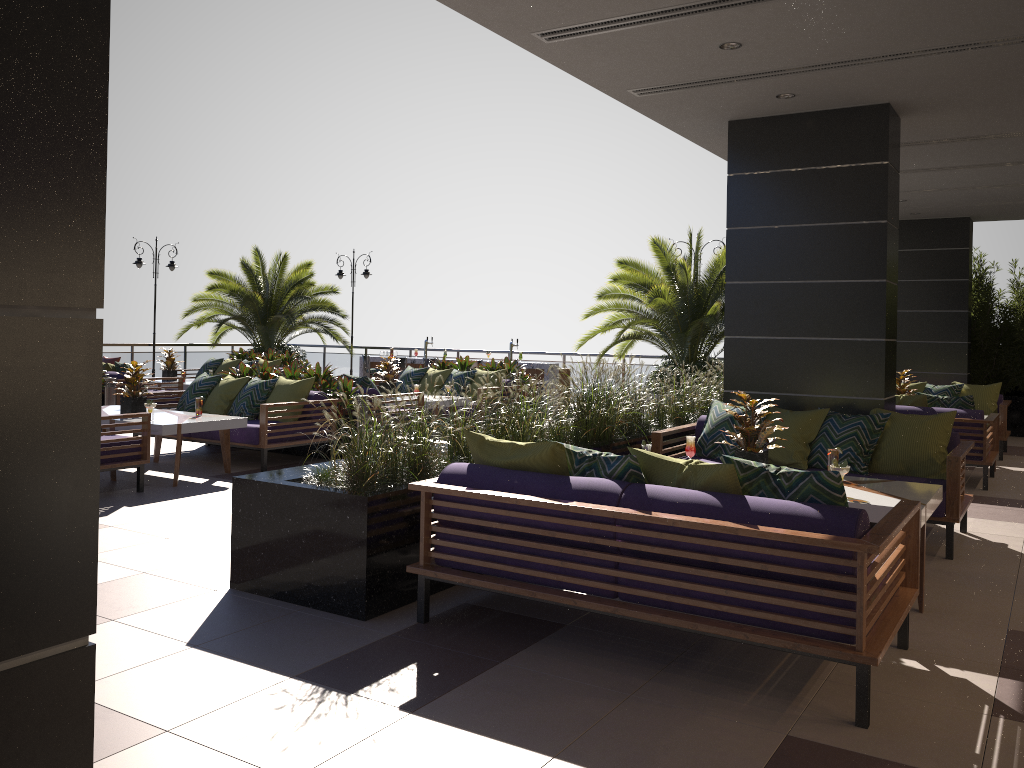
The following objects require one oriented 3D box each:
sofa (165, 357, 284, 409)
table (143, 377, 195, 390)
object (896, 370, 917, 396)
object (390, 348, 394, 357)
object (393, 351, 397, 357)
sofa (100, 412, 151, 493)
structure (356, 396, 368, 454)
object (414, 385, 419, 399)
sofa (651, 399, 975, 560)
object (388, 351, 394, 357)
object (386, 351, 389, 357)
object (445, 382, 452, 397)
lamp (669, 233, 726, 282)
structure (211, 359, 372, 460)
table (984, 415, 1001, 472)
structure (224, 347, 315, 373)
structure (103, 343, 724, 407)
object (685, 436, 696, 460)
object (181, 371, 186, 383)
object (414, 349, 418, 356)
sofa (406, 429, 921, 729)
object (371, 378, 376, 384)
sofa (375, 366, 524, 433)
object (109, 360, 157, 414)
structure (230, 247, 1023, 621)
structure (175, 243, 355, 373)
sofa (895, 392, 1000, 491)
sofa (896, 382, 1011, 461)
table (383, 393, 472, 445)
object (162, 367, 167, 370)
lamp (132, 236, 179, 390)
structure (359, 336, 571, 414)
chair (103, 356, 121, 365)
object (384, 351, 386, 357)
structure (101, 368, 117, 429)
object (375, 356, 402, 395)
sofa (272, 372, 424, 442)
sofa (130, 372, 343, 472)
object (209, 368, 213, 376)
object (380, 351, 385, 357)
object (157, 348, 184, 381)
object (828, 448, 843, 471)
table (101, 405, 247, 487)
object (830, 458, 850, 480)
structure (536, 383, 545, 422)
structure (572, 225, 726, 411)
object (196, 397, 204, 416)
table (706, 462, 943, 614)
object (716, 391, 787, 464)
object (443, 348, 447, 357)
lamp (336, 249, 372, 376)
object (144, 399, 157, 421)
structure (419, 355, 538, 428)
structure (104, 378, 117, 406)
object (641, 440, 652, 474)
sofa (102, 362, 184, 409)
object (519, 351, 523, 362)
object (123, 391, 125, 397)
[{"bbox_3d":[-4.826,-0.004,15.202,2.127,0.919,1.119,3,2,32],"label":"sofa"},{"bbox_3d":[-5.444,0.222,14.197,2.038,0.554,0.941,3,3,32],"label":"table"},{"bbox_3d":[4.640,0.088,10.550,0.425,0.526,0.430,0,1,-41],"label":"object"},{"bbox_3d":[-2.389,-0.627,17.625,0.067,0.190,0.084,1,0,-33],"label":"object"},{"bbox_3d":[-2.408,-0.566,18.175,0.105,0.209,0.105,1,0,7],"label":"object"},{"bbox_3d":[-4.247,0.430,7.628,2.127,0.919,1.119,3,2,32],"label":"sofa"},{"bbox_3d":[-1.635,0.478,9.637,0.100,0.700,0.180,1,0,32],"label":"structure"},{"bbox_3d":[-1.214,0.102,11.273,0.069,0.181,0.069,1,0,20],"label":"object"},{"bbox_3d":[2.246,0.613,6.681,2.127,0.919,1.119,3,2,32],"label":"sofa"},{"bbox_3d":[-2.475,-0.563,18.089,0.105,0.209,0.105,1,0,7],"label":"object"},{"bbox_3d":[-2.536,-0.570,18.197,0.105,0.209,0.105,1,0,7],"label":"object"},{"bbox_3d":[-0.850,0.071,11.827,0.106,0.197,0.106,1,0,-25],"label":"object"},{"bbox_3d":[3.373,-1.101,16.213,1.122,3.328,0.264,1,0,32],"label":"lamp"},{"bbox_3d":[-2.635,0.289,10.247,2.421,1.173,0.700,3,1,33],"label":"structure"},{"bbox_3d":[4.631,0.628,10.545,2.038,0.554,0.941,3,3,32],"label":"table"},{"bbox_3d":[-4.450,-0.063,15.897,2.253,1.172,0.737,3,1,33],"label":"structure"},{"bbox_3d":[-4.796,0.145,11.250,12.928,1.058,17.501,3,4,32],"label":"structure"},{"bbox_3d":[1.207,0.446,5.985,0.069,0.181,0.069,1,0,15],"label":"object"},{"bbox_3d":[-5.066,-0.111,13.636,0.067,0.190,0.084,1,0,-28],"label":"object"},{"bbox_3d":[-1.875,-0.594,17.310,0.069,0.181,0.069,1,0,4],"label":"object"},{"bbox_3d":[0.693,0.722,4.176,2.127,0.919,1.119,3,2,32],"label":"sofa"},{"bbox_3d":[-1.964,0.009,12.532,0.082,0.198,0.069,1,0,-17],"label":"object"},{"bbox_3d":[-1.027,0.204,12.846,2.127,0.919,1.119,3,2,32],"label":"sofa"},{"bbox_3d":[-3.654,0.031,8.591,0.425,0.526,0.430,0,1,-41],"label":"object"},{"bbox_3d":[2.273,-0.311,3.442,7.823,3.121,24.725,3,4,32],"label":"structure"},{"bbox_3d":[-5.412,-1.455,19.691,3.800,3.303,3.755,1,2,-1],"label":"structure"},{"bbox_3d":[3.950,0.494,9.430,2.127,0.919,1.119,3,2,32],"label":"sofa"},{"bbox_3d":[5.303,0.400,11.612,2.127,0.919,1.119,3,2,32],"label":"sofa"},{"bbox_3d":[-1.648,0.429,11.843,2.038,0.554,0.941,3,3,32],"label":"table"},{"bbox_3d":[-5.798,-0.194,14.789,0.106,0.197,0.106,1,0,-25],"label":"object"},{"bbox_3d":[-7.556,-1.461,18.725,0.264,3.328,1.121,1,0,32],"label":"lamp"},{"bbox_3d":[-1.005,-0.238,17.072,4.404,1.329,0.804,3,1,32],"label":"structure"},{"bbox_3d":[-7.972,-0.131,17.233,0.715,0.816,0.714,2,1,32],"label":"chair"},{"bbox_3d":[-2.616,-0.578,18.309,0.105,0.209,0.105,1,0,7],"label":"object"},{"bbox_3d":[-6.505,0.078,12.626,2.250,1.172,0.714,2,1,28],"label":"structure"},{"bbox_3d":[-1.653,-0.109,11.811,0.425,0.526,0.430,2,1,44],"label":"object"},{"bbox_3d":[-2.249,0.288,10.883,2.127,0.919,1.119,3,2,32],"label":"sofa"},{"bbox_3d":[-3.018,0.345,9.587,2.127,0.919,1.119,3,2,32],"label":"sofa"},{"bbox_3d":[-4.836,-0.150,14.221,0.069,0.211,0.069,1,0,20],"label":"object"},{"bbox_3d":[-2.671,-0.573,18.207,0.105,0.209,0.105,1,0,7],"label":"object"},{"bbox_3d":[-5.496,-0.318,14.183,0.424,0.526,0.430,1,1,-31],"label":"object"},{"bbox_3d":[1.988,0.487,5.459,0.067,0.190,0.084,1,0,-33],"label":"object"},{"bbox_3d":[-3.652,0.569,8.610,2.038,0.554,0.941,3,3,32],"label":"table"},{"bbox_3d":[1.815,0.511,4.901,0.106,0.197,0.106,1,1,-30],"label":"object"},{"bbox_3d":[0.415,0.335,12.945,0.100,0.700,0.180,1,0,32],"label":"structure"},{"bbox_3d":[2.934,-1.002,14.583,3.799,3.303,3.756,1,2,-15],"label":"structure"},{"bbox_3d":[-3.010,0.215,8.518,0.067,0.190,0.084,1,0,-28],"label":"object"},{"bbox_3d":[1.449,0.850,5.412,2.038,0.554,0.941,3,3,32],"label":"table"},{"bbox_3d":[1.456,0.311,5.407,0.430,0.526,0.425,2,1,44],"label":"object"},{"bbox_3d":[-1.278,-0.577,16.940,0.069,0.211,0.069,1,0,15],"label":"object"},{"bbox_3d":[-3.716,-1.489,20.610,1.122,3.328,0.264,1,0,32],"label":"lamp"},{"bbox_3d":[-3.290,0.232,8.052,0.106,0.197,0.106,1,0,-25],"label":"object"},{"bbox_3d":[-0.594,0.145,13.546,2.253,1.172,0.737,3,1,33],"label":"structure"},{"bbox_3d":[-5.451,0.269,12.003,0.100,0.700,0.180,1,0,32],"label":"structure"},{"bbox_3d":[0.832,0.451,5.482,0.069,0.211,0.069,1,0,15],"label":"object"},{"bbox_3d":[-6.055,0.080,13.244,2.127,0.919,1.119,3,2,32],"label":"sofa"},{"bbox_3d":[0.158,-0.491,16.045,0.069,0.198,0.082,1,0,-22],"label":"object"},{"bbox_3d":[-3.990,0.164,9.161,0.069,0.181,0.069,1,0,-25],"label":"object"}]
